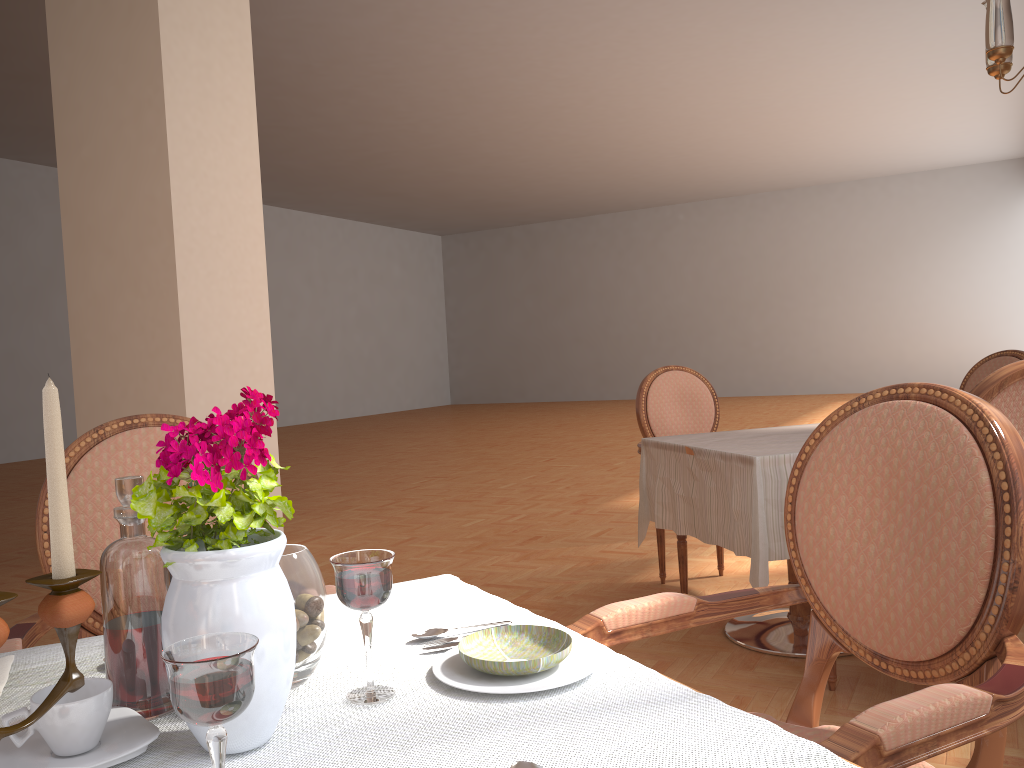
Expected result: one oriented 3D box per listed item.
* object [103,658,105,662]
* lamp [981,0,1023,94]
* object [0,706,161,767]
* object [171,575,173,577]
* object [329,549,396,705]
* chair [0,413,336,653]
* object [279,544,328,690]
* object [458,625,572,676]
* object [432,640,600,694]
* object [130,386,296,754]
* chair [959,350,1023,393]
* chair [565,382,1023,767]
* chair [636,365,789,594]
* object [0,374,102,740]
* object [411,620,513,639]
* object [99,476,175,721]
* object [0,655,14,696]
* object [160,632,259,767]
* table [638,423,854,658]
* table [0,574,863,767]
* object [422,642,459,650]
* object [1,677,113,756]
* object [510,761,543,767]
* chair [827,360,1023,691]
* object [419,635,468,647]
[{"bbox_3d":[-0.459,0.308,1.021,0.027,0.006,0.125,-4,2,-29],"label":"object"},{"bbox_3d":[1.866,-1.272,3.224,0.274,0.362,0.320,-2,2,28],"label":"lamp"},{"bbox_3d":[-0.366,0.306,0.746,0.119,0.016,0.119,-5,2,-42],"label":"object"},{"bbox_3d":[-0.327,0.239,0.928,0.062,0.135,0.062,-4,2,-30],"label":"object"},{"bbox_3d":[-0.138,0.231,0.845,0.062,0.135,0.062,-4,2,-30],"label":"object"},{"bbox_3d":[-0.533,0.520,1.430,0.520,0.932,0.593,-4,2,-28],"label":"chair"},{"bbox_3d":[-0.229,0.233,0.878,0.093,0.138,0.093,-4,2,-34],"label":"object"},{"bbox_3d":[0.004,0.276,0.906,0.117,0.024,0.117,-3,2,7],"label":"object"},{"bbox_3d":[0.004,0.286,0.907,0.171,0.005,0.171,-4,2,-31],"label":"object"},{"bbox_3d":[-0.250,0.155,0.751,0.124,0.302,0.143,-2,2,27],"label":"object"},{"bbox_3d":[1.634,0.352,3.244,0.593,0.932,0.521,-4,2,-17],"label":"chair"},{"bbox_3d":[0.373,0.478,1.161,0.593,0.932,0.521,-4,2,-28],"label":"chair"},{"bbox_3d":[0.798,0.385,3.686,0.521,0.932,0.593,-4,2,-17],"label":"chair"},{"bbox_3d":[-0.363,0.158,0.600,0.059,0.326,0.177,-2,2,27],"label":"object"},{"bbox_3d":[-0.058,0.286,1.037,0.125,0.006,0.027,-4,2,-26],"label":"object"},{"bbox_3d":[-0.355,0.199,0.841,0.074,0.222,0.074,-3,2,8],"label":"object"},{"bbox_3d":[-0.568,0.313,0.898,0.095,0.012,0.234,-4,2,-23],"label":"object"},{"bbox_3d":[-0.196,0.241,0.590,0.062,0.135,0.062,-4,2,-30],"label":"object"},{"bbox_3d":[0.977,0.520,3.039,0.831,0.677,0.829,-4,2,-17],"label":"table"},{"bbox_3d":[-0.234,0.645,0.833,0.836,0.681,0.829,-4,2,-28],"label":"table"},{"bbox_3d":[-0.039,0.287,0.994,0.127,0.004,0.013,-4,2,-24],"label":"object"},{"bbox_3d":[-0.375,0.282,0.745,0.078,0.049,0.062,-3,2,1],"label":"object"},{"bbox_3d":[0.031,0.292,0.623,0.027,0.006,0.125,-4,2,-26],"label":"object"},{"bbox_3d":[1.190,0.401,2.362,0.521,0.932,0.593,-4,2,-17],"label":"chair"},{"bbox_3d":[-0.045,0.287,1.014,0.125,0.002,0.016,-4,2,-25],"label":"object"}]
